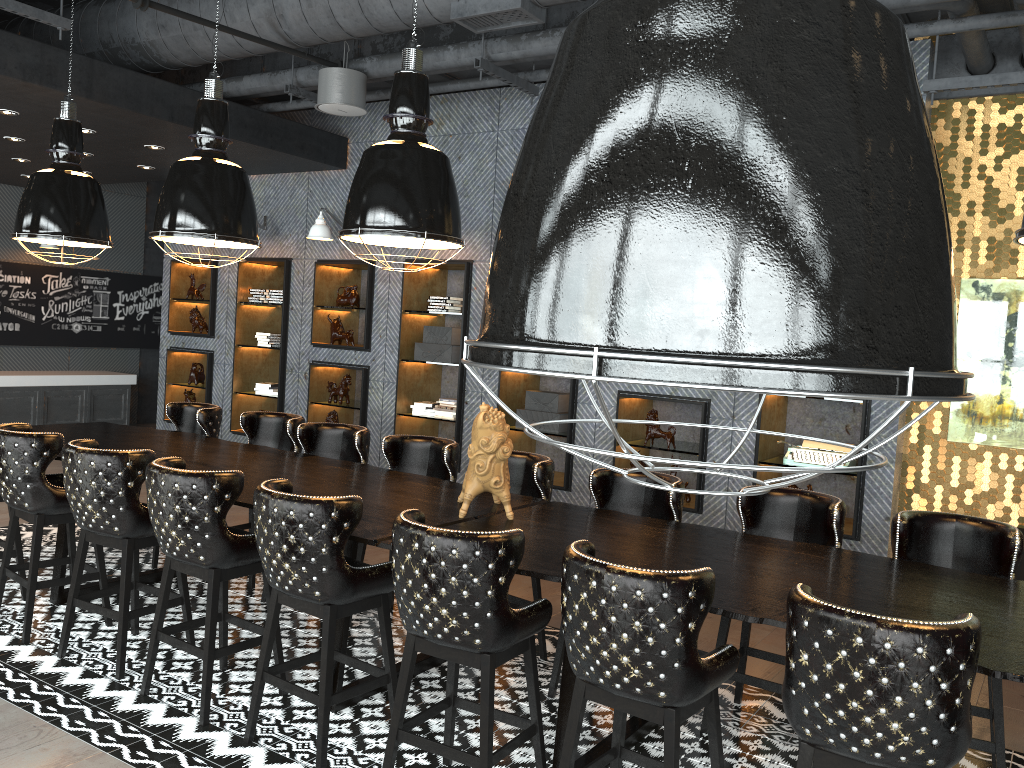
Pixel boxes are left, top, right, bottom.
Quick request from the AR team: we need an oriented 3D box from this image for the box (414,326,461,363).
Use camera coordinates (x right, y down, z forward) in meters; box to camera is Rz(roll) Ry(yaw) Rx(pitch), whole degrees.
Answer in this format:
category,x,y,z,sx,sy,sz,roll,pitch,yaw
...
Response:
category,x,y,z,sx,sy,sz,roll,pitch,yaw
box,-0.653,-0.361,8.013,0.419,0.315,0.298,6,4,33

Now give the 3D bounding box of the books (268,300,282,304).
category,x,y,z,sx,sy,sz,roll,pitch,yaw
books,-2.345,-0.832,9.092,0.245,0.028,0.193,4,3,12

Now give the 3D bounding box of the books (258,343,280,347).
category,x,y,z,sx,sy,sz,roll,pitch,yaw
books,-2.473,-0.399,9.165,0.193,0.028,0.245,5,4,29

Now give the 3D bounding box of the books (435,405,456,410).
category,x,y,z,sx,sy,sz,roll,pitch,yaw
books,-0.551,0.210,7.910,0.197,0.023,0.248,1,4,-41

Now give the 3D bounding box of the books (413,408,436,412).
category,x,y,z,sx,sy,sz,roll,pitch,yaw
books,-0.784,0.234,8.094,0.227,0.024,0.166,4,3,1

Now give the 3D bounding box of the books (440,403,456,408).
category,x,y,z,sx,sy,sz,roll,pitch,yaw
books,-0.522,0.189,7.920,0.247,0.023,0.244,5,3,18

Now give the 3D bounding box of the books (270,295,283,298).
category,x,y,z,sx,sy,sz,roll,pitch,yaw
books,-2.336,-0.890,9.129,0.245,0.028,0.193,4,3,15

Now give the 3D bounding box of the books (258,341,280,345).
category,x,y,z,sx,sy,sz,roll,pitch,yaw
books,-2.455,-0.423,9.115,0.194,0.028,0.245,7,4,42

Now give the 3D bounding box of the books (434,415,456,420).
category,x,y,z,sx,sy,sz,roll,pitch,yaw
books,-0.553,0.294,7.897,0.228,0.023,0.167,6,4,33

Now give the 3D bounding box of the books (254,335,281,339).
category,x,y,z,sx,sy,sz,roll,pitch,yaw
books,-2.496,-0.484,9.154,0.193,0.028,0.245,6,4,36

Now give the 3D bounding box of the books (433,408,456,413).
category,x,y,z,sx,sy,sz,roll,pitch,yaw
books,-0.554,0.232,7.899,0.264,0.019,0.205,6,4,32

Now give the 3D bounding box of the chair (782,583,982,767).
category,x,y,z,sx,sy,sz,roll,pitch,yaw
chair,1.022,1.137,2.544,0.504,1.092,0.568,5,3,27

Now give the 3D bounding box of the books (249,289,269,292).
category,x,y,z,sx,sy,sz,roll,pitch,yaw
books,-2.580,-0.969,9.239,0.245,0.028,0.193,6,4,30

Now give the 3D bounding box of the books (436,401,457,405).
category,x,y,z,sx,sy,sz,roll,pitch,yaw
books,-0.538,0.168,7.900,0.206,0.020,0.197,6,4,34

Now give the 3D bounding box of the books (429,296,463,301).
category,x,y,z,sx,sy,sz,roll,pitch,yaw
books,-0.591,-0.769,7.975,0.245,0.028,0.193,6,4,36

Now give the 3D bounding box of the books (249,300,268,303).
category,x,y,z,sx,sy,sz,roll,pitch,yaw
books,-2.588,-0.856,9.245,0.245,0.028,0.193,6,4,37

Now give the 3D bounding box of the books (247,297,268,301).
category,x,y,z,sx,sy,sz,roll,pitch,yaw
books,-2.609,-0.886,9.246,0.245,0.028,0.193,7,5,45

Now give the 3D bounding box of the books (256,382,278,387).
category,x,y,z,sx,sy,sz,roll,pitch,yaw
books,-2.521,0.009,9.200,0.179,0.029,0.225,5,3,16

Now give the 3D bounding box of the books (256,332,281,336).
category,x,y,z,sx,sy,sz,roll,pitch,yaw
books,-2.488,-0.513,9.162,0.193,0.028,0.245,5,4,26

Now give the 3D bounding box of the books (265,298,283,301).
category,x,y,z,sx,sy,sz,roll,pitch,yaw
books,-2.365,-0.861,9.084,0.245,0.028,0.193,5,4,20

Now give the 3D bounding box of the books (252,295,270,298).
category,x,y,z,sx,sy,sz,roll,pitch,yaw
books,-2.562,-0.913,9.276,0.245,0.028,0.193,6,4,40

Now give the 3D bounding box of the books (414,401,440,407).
category,x,y,z,sx,sy,sz,roll,pitch,yaw
books,-0.766,0.185,8.087,0.179,0.029,0.225,5,3,18

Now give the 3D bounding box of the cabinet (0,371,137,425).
category,x,y,z,sx,sy,sz,roll,pitch,yaw
cabinet,-5.676,0.543,7.860,6.314,0.826,8.420,6,4,33

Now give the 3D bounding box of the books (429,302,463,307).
category,x,y,z,sx,sy,sz,roll,pitch,yaw
books,-0.592,-0.713,7.976,0.245,0.028,0.193,5,4,24

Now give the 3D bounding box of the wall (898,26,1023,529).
category,x,y,z,sx,sy,sz,roll,pitch,yaw
wall,3.634,-0.479,5.421,2.446,4.380,0.024,5,3,33

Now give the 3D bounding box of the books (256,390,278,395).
category,x,y,z,sx,sy,sz,roll,pitch,yaw
books,-2.514,0.088,9.202,0.243,0.034,0.179,4,3,2

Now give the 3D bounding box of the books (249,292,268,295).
category,x,y,z,sx,sy,sz,roll,pitch,yaw
books,-2.582,-0.941,9.241,0.245,0.028,0.193,6,4,38

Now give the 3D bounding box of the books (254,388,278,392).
category,x,y,z,sx,sy,sz,roll,pitch,yaw
books,-2.530,0.059,9.202,0.227,0.024,0.166,5,4,19

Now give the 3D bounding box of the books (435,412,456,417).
category,x,y,z,sx,sy,sz,roll,pitch,yaw
books,-0.554,0.274,7.906,0.224,0.021,0.158,7,4,42

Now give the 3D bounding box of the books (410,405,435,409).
category,x,y,z,sx,sy,sz,roll,pitch,yaw
books,-0.788,0.208,8.124,0.175,0.024,0.243,6,4,32

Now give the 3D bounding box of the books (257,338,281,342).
category,x,y,z,sx,sy,sz,roll,pitch,yaw
books,-2.475,-0.455,9.154,0.193,0.028,0.245,6,4,33

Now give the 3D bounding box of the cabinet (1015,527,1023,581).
category,x,y,z,sx,sy,sz,roll,pitch,yaw
cabinet,3.534,1.338,5.046,1.386,0.737,0.710,6,4,33

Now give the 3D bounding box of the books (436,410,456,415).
category,x,y,z,sx,sy,sz,roll,pitch,yaw
books,-0.554,0.252,7.906,0.228,0.022,0.202,6,4,35

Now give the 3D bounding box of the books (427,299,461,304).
category,x,y,z,sx,sy,sz,roll,pitch,yaw
books,-0.615,-0.745,8.014,0.245,0.028,0.193,6,4,39

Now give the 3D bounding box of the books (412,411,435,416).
category,x,y,z,sx,sy,sz,roll,pitch,yaw
books,-0.768,0.264,8.094,0.243,0.034,0.179,4,3,12

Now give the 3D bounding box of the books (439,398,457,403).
category,x,y,z,sx,sy,sz,roll,pitch,yaw
books,-0.529,0.145,7.921,0.212,0.024,0.185,5,4,27

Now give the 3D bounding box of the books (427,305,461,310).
category,x,y,z,sx,sy,sz,roll,pitch,yaw
books,-0.610,-0.685,7.976,0.245,0.028,0.193,7,5,44

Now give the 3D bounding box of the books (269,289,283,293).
category,x,y,z,sx,sy,sz,roll,pitch,yaw
books,-2.337,-0.944,9.086,0.245,0.028,0.193,4,3,5

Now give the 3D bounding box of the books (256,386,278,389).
category,x,y,z,sx,sy,sz,roll,pitch,yaw
books,-2.518,0.034,9.220,0.175,0.024,0.243,5,4,24

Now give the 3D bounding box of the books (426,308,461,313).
category,x,y,z,sx,sy,sz,roll,pitch,yaw
books,-0.614,-0.658,7.990,0.245,0.028,0.193,6,4,33

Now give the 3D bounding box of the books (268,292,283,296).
category,x,y,z,sx,sy,sz,roll,pitch,yaw
books,-2.340,-0.916,9.088,0.245,0.028,0.193,4,3,13

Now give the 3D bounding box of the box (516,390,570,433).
category,x,y,z,sx,sy,sz,roll,pitch,yaw
box,0.260,0.227,7.446,0.419,0.315,0.323,6,4,33
